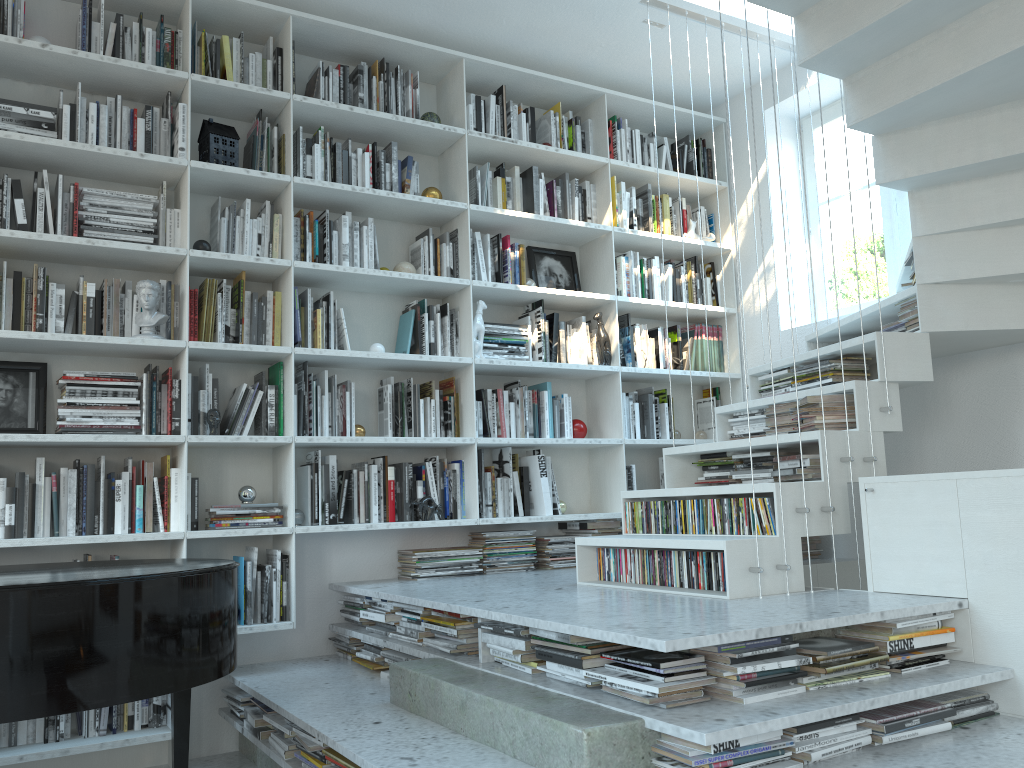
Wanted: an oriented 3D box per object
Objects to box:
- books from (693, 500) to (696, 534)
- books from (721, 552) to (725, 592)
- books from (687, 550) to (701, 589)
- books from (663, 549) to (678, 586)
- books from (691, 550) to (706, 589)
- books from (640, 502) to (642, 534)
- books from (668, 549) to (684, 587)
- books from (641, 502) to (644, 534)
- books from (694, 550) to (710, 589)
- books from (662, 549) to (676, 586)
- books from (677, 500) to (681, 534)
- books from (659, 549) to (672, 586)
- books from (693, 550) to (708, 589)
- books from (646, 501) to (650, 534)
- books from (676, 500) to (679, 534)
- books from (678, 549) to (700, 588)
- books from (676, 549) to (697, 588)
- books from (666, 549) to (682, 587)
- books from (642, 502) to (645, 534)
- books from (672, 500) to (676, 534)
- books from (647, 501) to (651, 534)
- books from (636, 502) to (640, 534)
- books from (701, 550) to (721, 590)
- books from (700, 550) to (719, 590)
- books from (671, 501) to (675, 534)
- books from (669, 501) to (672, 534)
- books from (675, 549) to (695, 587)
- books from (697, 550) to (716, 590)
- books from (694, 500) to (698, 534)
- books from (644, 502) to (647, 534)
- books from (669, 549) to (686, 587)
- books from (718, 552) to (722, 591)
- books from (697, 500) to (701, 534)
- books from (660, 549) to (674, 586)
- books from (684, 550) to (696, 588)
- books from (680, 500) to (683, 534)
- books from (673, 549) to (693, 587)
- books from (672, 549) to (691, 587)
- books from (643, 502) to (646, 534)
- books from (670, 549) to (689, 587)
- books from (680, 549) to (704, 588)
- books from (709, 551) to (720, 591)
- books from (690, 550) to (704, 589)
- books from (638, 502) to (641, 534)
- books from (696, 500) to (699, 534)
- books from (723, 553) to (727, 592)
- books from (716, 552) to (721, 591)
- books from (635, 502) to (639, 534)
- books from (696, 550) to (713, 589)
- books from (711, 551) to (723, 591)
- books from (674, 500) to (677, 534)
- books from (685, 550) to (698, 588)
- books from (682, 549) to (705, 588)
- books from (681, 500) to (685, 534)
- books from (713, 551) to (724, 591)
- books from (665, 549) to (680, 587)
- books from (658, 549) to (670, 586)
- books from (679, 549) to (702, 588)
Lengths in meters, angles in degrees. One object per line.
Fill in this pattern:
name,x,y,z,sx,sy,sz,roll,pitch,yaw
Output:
books,0.717,0.486,3.254,0.125,0.125,0.008,2,-8,-30
books,0.738,0.614,2.914,0.125,0.125,0.013,2,-8,-30
books,0.657,0.636,3.052,0.125,0.125,0.012,2,-8,-30
books,0.593,0.653,3.162,0.125,0.125,0.008,2,-8,-30
books,0.667,0.633,3.035,0.125,0.125,0.007,2,-8,-30
books,0.561,0.528,3.520,0.125,0.125,0.007,2,-8,-30
books,0.605,0.650,3.141,0.125,0.125,0.008,2,-8,-30
books,0.564,0.527,3.514,0.125,0.125,0.007,2,-8,-30
books,0.674,0.631,3.023,0.125,0.125,0.007,2,-8,-30
books,0.589,0.654,3.168,0.125,0.125,0.008,2,-8,-30
books,0.674,0.498,3.328,0.125,0.125,0.010,2,-8,-30
books,0.582,0.656,3.180,0.125,0.125,0.008,2,-8,-30
books,0.671,0.632,3.029,0.125,0.125,0.007,2,-8,-30
books,0.581,0.523,3.486,0.125,0.125,0.010,2,-8,-30
books,0.669,0.499,3.336,0.125,0.125,0.007,2,-8,-30
books,0.632,0.643,3.095,0.125,0.125,0.008,2,-8,-30
books,0.628,0.644,3.102,0.125,0.125,0.007,2,-8,-30
books,0.601,0.651,3.149,0.125,0.125,0.008,2,-8,-30
books,0.568,0.526,3.508,0.125,0.125,0.007,2,-8,-30
books,0.660,0.501,3.351,0.125,0.125,0.010,2,-8,-30
books,0.586,0.522,3.477,0.125,0.125,0.010,2,-8,-30
books,0.551,0.531,3.537,0.125,0.125,0.012,2,-8,-30
books,0.692,0.626,2.992,0.125,0.125,0.010,2,-8,-30
books,0.687,0.628,3.001,0.125,0.125,0.010,2,-8,-30
books,0.654,0.503,3.361,0.125,0.125,0.012,2,-8,-30
books,0.649,0.504,3.370,0.125,0.125,0.008,2,-8,-30
books,0.624,0.645,3.108,0.125,0.125,0.008,2,-8,-30
books,0.682,0.629,3.009,0.125,0.125,0.008,2,-8,-30
books,0.721,0.485,3.247,0.125,0.125,0.008,2,-8,-30
books,0.576,0.524,3.494,0.125,0.125,0.008,2,-8,-30
books,0.609,0.649,3.135,0.125,0.125,0.010,2,-8,-30
books,0.732,0.615,2.924,0.125,0.125,0.010,2,-8,-30
books,0.728,0.483,3.234,0.125,0.125,0.008,2,-8,-30
books,0.586,0.655,3.174,0.125,0.125,0.008,2,-8,-30
books,0.649,0.638,3.066,0.125,0.125,0.008,2,-8,-30
books,0.679,0.496,3.318,0.125,0.125,0.014,2,-8,-30
books,0.621,0.646,3.115,0.125,0.125,0.008,2,-8,-30
books,0.617,0.647,3.121,0.125,0.125,0.008,2,-8,-30
books,0.572,0.525,3.501,0.125,0.125,0.008,2,-8,-30
books,0.612,0.648,3.129,0.125,0.125,0.010,2,-8,-30
books,0.640,0.640,3.081,0.125,0.125,0.011,2,-8,-30
books,0.711,0.621,2.960,0.125,0.125,0.009,2,-8,-30
books,0.663,0.634,3.043,0.125,0.125,0.008,2,-8,-30
books,0.557,0.530,3.528,0.125,0.125,0.008,2,-8,-30
books,0.725,0.484,3.241,0.125,0.125,0.007,2,-8,-30
books,0.743,0.612,2.906,0.125,0.125,0.009,2,-8,-30
books,0.727,0.617,2.934,0.125,0.125,0.014,2,-8,-30
books,0.547,0.532,3.545,0.125,0.125,0.010,2,-8,-30
books,0.678,0.630,3.016,0.125,0.125,0.008,2,-8,-30
books,0.716,0.620,2.952,0.125,0.125,0.007,2,-8,-30
books,0.664,0.500,3.344,0.125,0.125,0.009,2,-8,-30
books,0.653,0.637,3.060,0.125,0.125,0.010,2,-8,-30
books,0.645,0.639,3.073,0.125,0.125,0.008,2,-8,-30
books,0.685,0.495,3.308,0.125,0.125,0.010,2,-8,-30
books,0.721,0.618,2.944,0.125,0.125,0.010,2,-8,-30
books,0.597,0.652,3.155,0.125,0.125,0.007,2,-8,-30
books,0.578,0.657,3.187,0.125,0.125,0.008,2,-8,-30
books,0.637,0.641,3.087,0.125,0.125,0.011,2,-8,-30
